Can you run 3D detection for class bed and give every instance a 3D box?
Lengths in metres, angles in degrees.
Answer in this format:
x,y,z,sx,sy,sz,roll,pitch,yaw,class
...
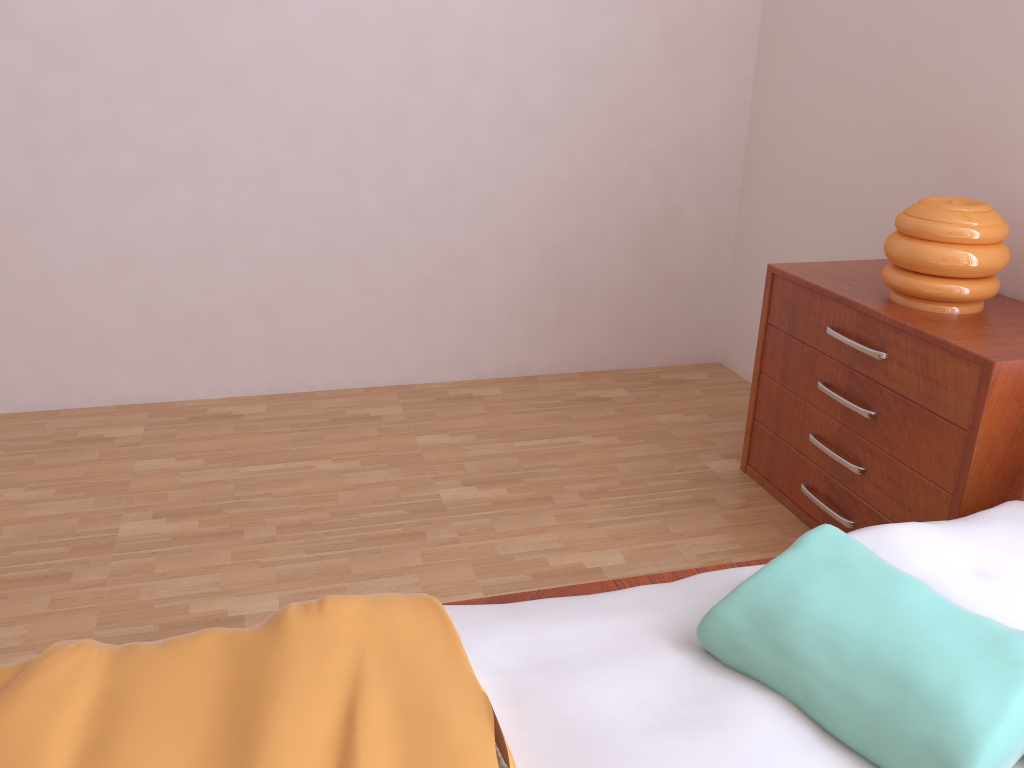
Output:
x,y,z,sx,sy,sz,roll,pitch,yaw,class
0.351,0.622,0.845,1.990,0.560,1.632,-4,22,-15,bed

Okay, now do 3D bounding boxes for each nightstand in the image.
x,y,z,sx,sy,sz,roll,pitch,yaw,class
0.985,0.094,2.212,0.428,0.626,0.815,-4,22,-15,nightstand

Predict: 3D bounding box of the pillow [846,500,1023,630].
x,y,z,sx,sy,sz,roll,pitch,yaw,class
0.864,0.392,1.365,0.574,0.157,0.682,-7,22,-21,pillow

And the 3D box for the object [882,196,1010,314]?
x,y,z,sx,sy,sz,roll,pitch,yaw,class
0.999,-0.301,2.047,0.264,0.244,0.264,2,21,0,object

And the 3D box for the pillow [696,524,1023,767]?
x,y,z,sx,sy,sz,roll,pitch,yaw,class
0.531,0.379,1.256,0.334,0.164,0.425,-15,27,-37,pillow
